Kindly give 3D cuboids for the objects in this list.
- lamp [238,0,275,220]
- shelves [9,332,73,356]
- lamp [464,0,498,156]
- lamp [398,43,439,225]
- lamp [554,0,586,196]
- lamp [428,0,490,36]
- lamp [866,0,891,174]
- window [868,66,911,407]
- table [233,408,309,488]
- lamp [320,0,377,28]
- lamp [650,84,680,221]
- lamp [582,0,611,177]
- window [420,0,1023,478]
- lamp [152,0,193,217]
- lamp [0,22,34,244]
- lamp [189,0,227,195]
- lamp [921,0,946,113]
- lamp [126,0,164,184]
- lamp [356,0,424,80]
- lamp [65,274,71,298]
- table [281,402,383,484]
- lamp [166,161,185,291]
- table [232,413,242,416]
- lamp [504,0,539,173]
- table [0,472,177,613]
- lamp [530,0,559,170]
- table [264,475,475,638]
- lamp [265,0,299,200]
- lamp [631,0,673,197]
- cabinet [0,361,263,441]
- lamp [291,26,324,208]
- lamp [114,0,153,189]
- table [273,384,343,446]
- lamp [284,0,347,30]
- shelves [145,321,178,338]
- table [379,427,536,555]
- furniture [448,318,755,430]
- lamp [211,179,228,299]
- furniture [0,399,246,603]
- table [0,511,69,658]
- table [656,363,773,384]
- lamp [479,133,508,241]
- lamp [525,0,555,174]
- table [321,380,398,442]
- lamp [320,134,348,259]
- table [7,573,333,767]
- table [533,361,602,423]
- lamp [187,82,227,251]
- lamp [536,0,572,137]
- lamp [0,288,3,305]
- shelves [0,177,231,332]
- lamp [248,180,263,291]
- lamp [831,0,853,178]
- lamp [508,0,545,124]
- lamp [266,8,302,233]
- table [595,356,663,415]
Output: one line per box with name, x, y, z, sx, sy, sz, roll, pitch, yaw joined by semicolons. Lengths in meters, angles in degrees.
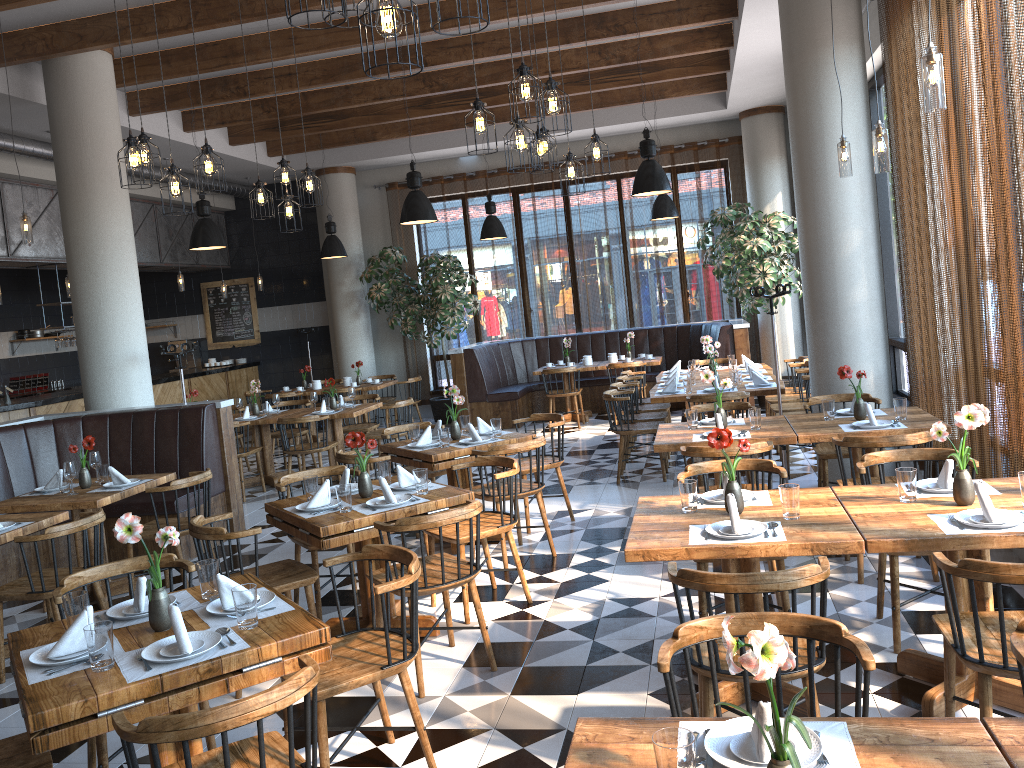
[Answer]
lamp;-2.091;-2.351;7.032;0.175;2.066;0.175;-6;3;-3
shelves;-7.422;-0.644;14.012;0.300;0.296;1.045;-5;5;12
lamp;-0.270;-2.349;5.013;0.175;2.066;0.175;-6;3;-2
lamp;-1.012;-2.516;8.696;0.390;1.861;0.391;-6;3;0
lamp;0.343;-2.405;6.386;0.175;2.066;0.175;-6;3;-2
lamp;-0.264;-2.136;2.704;0.175;2.066;0.175;-7;3;-26
lamp;1.818;-2.068;4.531;0.078;1.960;0.078;-8;4;-37
window;3.795;-1.503;9.671;0.364;3.158;4.983;-5;5;12
table;-2.741;0.727;9.779;0.849;0.762;0.853;-5;4;12
lamp;-0.626;-2.212;2.833;0.175;2.066;0.175;-5;3;7
lamp;1.882;-3.058;11.405;0.390;1.861;0.392;-4;3;25
lamp;0.534;-2.563;6.463;0.175;2.066;0.175;-8;3;-35
window;2.284;-1.154;7.545;4.496;3.157;15.159;-7;5;-11
lamp;-2.136;-2.059;5.347;0.175;2.066;0.175;-7;3;-17
lamp;-4.002;-2.105;7.101;0.078;1.960;0.078;-6;3;-12
lamp;-1.974;-2.219;5.475;0.175;2.066;0.175;-3;4;40
lamp;1.587;-2.062;3.478;0.078;1.960;0.078;-5;3;20
lamp;-2.360;-2.278;5.450;0.175;2.066;0.175;-7;3;-17
lamp;-0.465;-1.980;2.659;0.175;2.066;0.175;-5;3;7
lamp;-4.929;-1.922;9.665;0.078;1.960;0.078;-6;3;-2
table;-1.910;0.660;9.599;0.849;0.762;0.853;-5;4;12
lamp;-4.495;-2.210;11.757;0.078;1.960;0.078;-5;3;20
table;-3.572;0.795;9.959;0.849;0.762;0.853;-5;4;12
lamp;-0.040;-2.237;4.977;0.175;2.066;0.175;-4;3;31
table;-2.856;1.087;6.006;0.849;0.762;0.853;-5;4;12
lamp;0.156;-2.633;6.538;0.175;2.066;0.175;-6;3;-2
table;-0.742;0.987;4.770;0.866;0.762;0.864;-8;5;-33
lamp;-1.830;-2.453;6.763;0.175;2.066;0.175;-4;3;30
lamp;1.211;-2.696;8.215;0.391;1.861;0.391;-6;3;-10
cabinet;-6.271;0.646;12.340;3.025;1.162;6.015;-5;5;12
lamp;-1.678;-2.425;6.912;0.175;2.066;0.175;-5;3;19
lamp;-2.346;-2.204;5.245;0.175;2.066;0.175;-7;3;-28
table;-2.965;0.464;12.884;0.849;0.762;0.853;-5;4;12
lamp;-0.696;-2.130;2.643;0.175;2.066;0.175;-6;3;-4
shelves;-6.271;-0.881;15.148;1.040;0.297;0.301;-5;4;12
table;-0.373;0.788;6.527;0.866;0.762;0.864;-8;5;-33
furniture;1.334;-0.154;12.753;4.034;1.148;1.924;-5;5;12
lamp;-4.263;-2.216;12.810;0.078;1.960;0.078;-3;4;41
furniture;-3.911;1.136;4.520;1.916;1.147;6.611;-5;5;12
table;-3.082;1.209;4.929;0.849;0.762;0.853;-5;4;12
table;2.188;0.256;9.487;1.214;0.762;1.218;-4;5;16
lamp;-0.342;-2.878;11.887;0.390;1.861;0.391;-5;3;15
lamp;0.115;-2.553;6.338;0.175;2.066;0.175;-6;3;-13
table;-2.134;0.396;12.704;0.849;0.762;0.853;-5;4;12
lamp;-2.589;-2.695;12.374;0.391;1.861;0.390;-7;3;-30
table;-1.123;1.193;2.955;0.866;0.762;0.864;-8;5;-33
table;0.815;0.135;12.306;0.849;0.762;0.853;-5;4;12
lamp;-3.260;-2.333;9.183;0.391;1.861;0.391;-6;3;-10
lamp;0.140;-2.422;4.886;0.175;2.066;0.175;-5;3;20
lamp;-5.139;-1.748;8.642;0.078;1.960;0.078;-3;4;44
shelves;-5.664;-1.653;12.115;0.681;1.791;5.885;-5;5;12
lamp;-4.046;-2.444;13.888;0.078;1.960;0.078;-3;4;44
lamp;2.035;-2.296;5.608;0.078;1.960;0.078;-6;3;-12
lamp;-0.015;-2.450;4.740;0.175;2.066;0.175;-4;3;31
lamp;-1.860;-2.239;7.000;0.175;2.066;0.175;-4;3;30
table;1.646;0.067;12.126;0.849;0.762;0.853;-5;4;12
